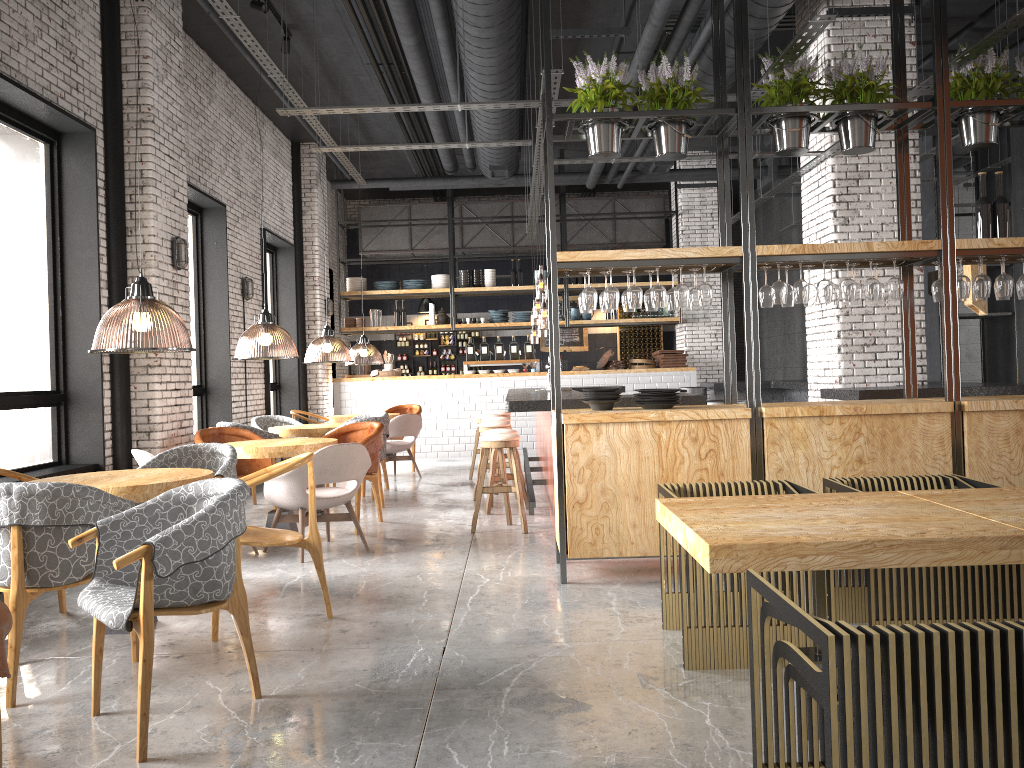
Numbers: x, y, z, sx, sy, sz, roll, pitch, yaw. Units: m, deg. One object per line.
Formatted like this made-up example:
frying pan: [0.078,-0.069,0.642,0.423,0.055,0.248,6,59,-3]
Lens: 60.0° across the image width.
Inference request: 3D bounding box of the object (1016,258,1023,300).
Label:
object: [3.386,-0.693,5.857,0.101,0.267,0.101,-2,0,-36]

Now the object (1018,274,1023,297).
object: [3.239,-0.685,5.571,0.101,0.267,0.101,-2,0,-36]

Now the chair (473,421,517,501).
chair: [-0.226,0.791,9.263,0.439,0.806,0.480,-2,0,-26]

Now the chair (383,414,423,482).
chair: [-1.520,0.801,11.333,0.771,0.850,0.802,-2,0,-40]

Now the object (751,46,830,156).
object: [1.816,-1.787,5.778,0.467,0.559,0.416,-2,0,39]

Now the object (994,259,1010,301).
object: [3.239,-0.688,5.857,0.101,0.267,0.101,-2,0,-36]

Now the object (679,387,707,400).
object: [2.509,0.561,12.211,0.399,1.035,0.397,-2,0,35]

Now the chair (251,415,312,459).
chair: [-2.616,0.818,9.973,0.643,0.929,0.681,-2,0,45]

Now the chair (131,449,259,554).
chair: [-2.397,0.883,6.621,0.802,0.850,0.770,-2,0,-40]

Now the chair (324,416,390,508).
chair: [-1.528,0.795,9.027,0.643,0.929,0.681,-2,0,45]

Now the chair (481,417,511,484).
chair: [-0.200,0.780,10.219,0.438,0.806,0.480,-2,0,39]

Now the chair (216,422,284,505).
chair: [-2.700,0.833,8.976,0.681,0.929,0.644,-2,0,45]

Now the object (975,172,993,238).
object: [3.061,-1.137,5.756,0.098,0.471,0.098,-1,-1,-38]

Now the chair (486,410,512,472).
chair: [-0.220,0.761,11.916,0.439,0.806,0.480,-2,0,-31]

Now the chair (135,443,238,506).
chair: [-1.975,0.849,5.529,0.681,0.929,0.644,-2,0,10]

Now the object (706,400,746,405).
object: [1.682,0.647,6.992,0.399,1.035,0.397,-2,0,35]

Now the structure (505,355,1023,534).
structure: [2.115,0.379,9.792,4.310,1.534,5.876,-2,1,0]

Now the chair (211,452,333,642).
chair: [-1.302,0.841,4.774,0.644,0.921,0.612,-2,0,-8]

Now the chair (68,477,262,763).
chair: [-1.278,0.852,3.425,0.644,0.929,0.681,-2,0,-40]

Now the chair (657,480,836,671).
chair: [1.060,0.855,4.111,0.657,0.730,0.638,-2,0,1]

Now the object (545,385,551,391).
object: [0.466,0.033,10.348,0.091,0.091,0.177,-2,0,-25]

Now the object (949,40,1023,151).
object: [3.038,-1.825,5.793,0.467,0.559,0.416,-2,0,8]

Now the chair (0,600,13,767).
chair: [-1.355,0.873,1.772,0.681,0.929,0.643,-2,0,-37]

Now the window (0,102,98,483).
window: [-3.500,-0.642,6.254,0.365,2.697,1.534,-2,0,0]

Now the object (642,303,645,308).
object: [2.657,-1.584,17.830,0.079,0.079,0.283,-2,1,0]

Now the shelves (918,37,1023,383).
shelves: [5.848,-1.809,9.037,1.003,4.367,6.147,-2,0,0]

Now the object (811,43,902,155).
object: [2.251,-1.801,5.806,0.467,0.559,0.416,-2,0,-32]

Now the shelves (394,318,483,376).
shelves: [-1.483,-0.571,17.964,1.761,1.482,0.157,-2,0,0]

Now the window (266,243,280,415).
window: [-3.488,-0.716,12.656,0.365,2.697,1.534,-2,0,0]

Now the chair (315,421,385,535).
chair: [-1.365,0.805,7.729,0.681,0.929,0.644,-2,0,38]

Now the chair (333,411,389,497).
chair: [-1.652,0.787,10.041,0.681,0.929,0.644,-2,0,45]

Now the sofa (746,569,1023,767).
sofa: [1.573,0.861,2.177,1.805,0.730,0.640,-2,0,0]

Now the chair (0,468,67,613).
chair: [-2.882,0.890,4.867,0.643,0.921,0.612,-2,0,7]

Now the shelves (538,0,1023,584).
shelves: [2.050,-1.341,5.711,3.659,5.020,0.690,-2,0,0]

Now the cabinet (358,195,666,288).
cabinet: [0.007,-2.647,17.281,5.863,1.769,0.682,-2,0,0]

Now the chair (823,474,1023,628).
chair: [1.884,0.829,4.124,0.657,0.730,0.638,-2,0,3]

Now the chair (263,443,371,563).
chair: [-1.430,0.853,6.617,0.771,0.850,0.802,-2,0,-40]

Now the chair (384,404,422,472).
chair: [-1.512,0.755,12.435,0.681,0.929,0.644,-2,0,23]

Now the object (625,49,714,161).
object: [1.031,-1.762,5.811,0.467,0.559,0.416,-2,0,-23]

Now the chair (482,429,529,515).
chair: [-0.108,0.826,8.466,0.480,0.806,0.438,-2,0,-21]

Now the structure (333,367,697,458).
structure: [0.064,0.486,14.894,5.800,1.346,1.511,-2,0,0]

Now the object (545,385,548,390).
object: [0.382,0.019,11.175,0.200,0.106,0.766,-2,1,0]

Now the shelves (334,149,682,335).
shelves: [-0.074,-2.455,14.993,5.677,3.067,0.597,-2,0,0]

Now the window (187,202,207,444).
window: [-3.494,-0.679,9.453,0.365,2.697,1.534,-2,0,0]

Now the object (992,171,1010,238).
object: [3.169,-1.140,5.755,0.098,0.471,0.098,-1,-1,-38]

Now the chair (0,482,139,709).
chair: [-2.075,0.871,3.919,0.681,0.929,0.644,-2,0,0]

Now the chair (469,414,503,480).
chair: [-0.262,0.773,10.957,0.480,0.806,0.438,-2,0,-26]

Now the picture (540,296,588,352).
picture: [1.054,-1.224,18.135,0.980,1.142,0.020,-2,-1,0]

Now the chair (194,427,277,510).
chair: [-2.409,0.839,7.636,0.643,0.929,0.681,-2,0,43]

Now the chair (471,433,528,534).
chair: [-0.066,0.809,7.298,0.480,0.806,0.438,-2,0,-41]

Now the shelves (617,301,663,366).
shelves: [2.593,-0.593,17.910,0.889,2.149,0.251,-2,0,0]

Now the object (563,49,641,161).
object: [0.589,-1.747,5.730,0.467,0.559,0.416,-2,0,40]

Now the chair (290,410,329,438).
chair: [-2.703,0.803,11.917,0.643,0.921,0.612,-2,0,7]

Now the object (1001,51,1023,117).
object: [3.493,-1.839,5.741,0.467,0.559,0.416,-2,0,-6]
